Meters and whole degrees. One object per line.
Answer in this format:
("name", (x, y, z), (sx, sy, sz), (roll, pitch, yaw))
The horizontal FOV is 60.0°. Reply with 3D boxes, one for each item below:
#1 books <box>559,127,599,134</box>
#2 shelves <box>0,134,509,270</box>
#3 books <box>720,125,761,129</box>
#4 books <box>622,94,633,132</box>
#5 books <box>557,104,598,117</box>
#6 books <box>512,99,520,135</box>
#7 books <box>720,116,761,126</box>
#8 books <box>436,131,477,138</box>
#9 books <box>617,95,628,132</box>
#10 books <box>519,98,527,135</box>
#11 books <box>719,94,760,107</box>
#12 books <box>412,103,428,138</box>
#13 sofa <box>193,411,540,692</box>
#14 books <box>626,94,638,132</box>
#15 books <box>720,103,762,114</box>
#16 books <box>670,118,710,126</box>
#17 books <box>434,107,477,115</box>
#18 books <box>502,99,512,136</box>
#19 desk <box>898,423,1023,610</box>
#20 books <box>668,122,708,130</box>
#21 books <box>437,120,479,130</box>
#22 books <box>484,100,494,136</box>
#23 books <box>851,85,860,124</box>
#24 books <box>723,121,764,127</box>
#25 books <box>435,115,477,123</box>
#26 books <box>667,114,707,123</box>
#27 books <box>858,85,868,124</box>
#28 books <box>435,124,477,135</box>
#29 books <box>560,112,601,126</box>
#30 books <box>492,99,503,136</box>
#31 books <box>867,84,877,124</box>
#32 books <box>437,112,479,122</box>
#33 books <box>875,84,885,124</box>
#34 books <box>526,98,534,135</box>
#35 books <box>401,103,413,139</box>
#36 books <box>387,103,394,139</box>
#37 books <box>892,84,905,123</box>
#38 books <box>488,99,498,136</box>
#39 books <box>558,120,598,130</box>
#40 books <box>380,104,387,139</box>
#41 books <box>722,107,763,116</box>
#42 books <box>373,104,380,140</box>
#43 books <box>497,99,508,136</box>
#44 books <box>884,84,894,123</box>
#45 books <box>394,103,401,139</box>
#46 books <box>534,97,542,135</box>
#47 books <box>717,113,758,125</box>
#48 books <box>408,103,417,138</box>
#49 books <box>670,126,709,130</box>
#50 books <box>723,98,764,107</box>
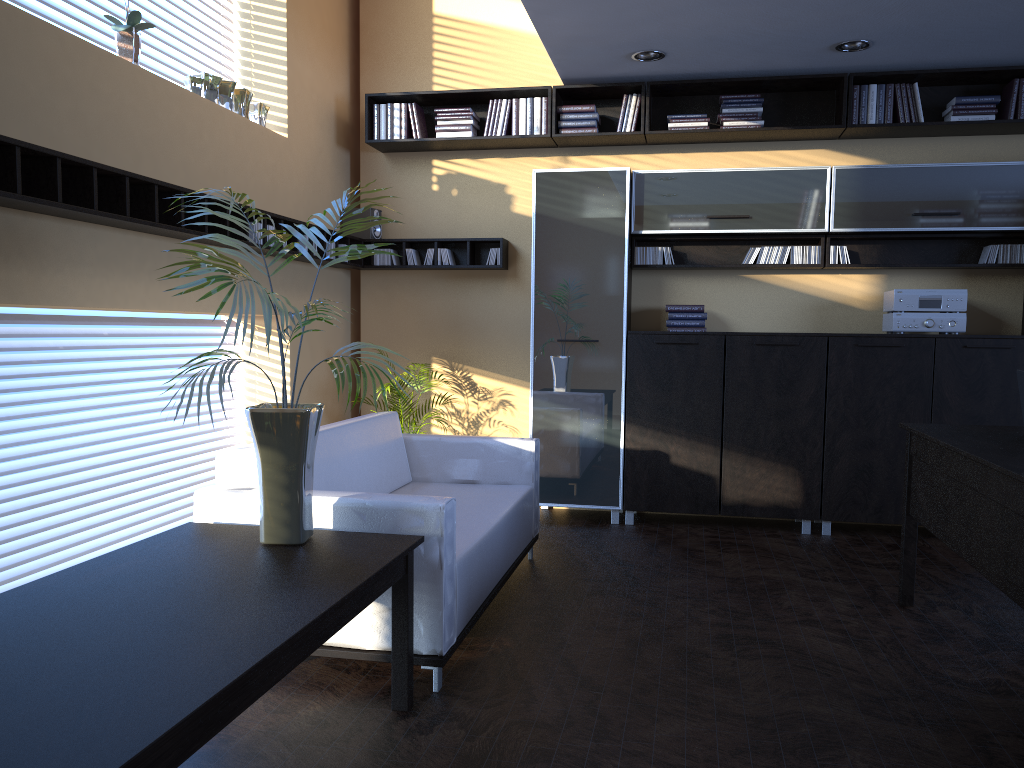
("books", (0.472, -1.732, 6.156), (0.258, 0.050, 0.207), (1, 4, 11))
("shelves", (-1.290, -0.775, 3.411), (1.249, 0.214, 6.610), (1, 4, 11))
("books", (1.527, -1.698, 5.944), (0.258, 0.028, 0.207), (1, 4, 11))
("books", (0.796, -1.830, 6.091), (0.075, 0.260, 0.207), (2, 4, 11))
("books", (0.454, -1.886, 6.147), (0.258, 0.050, 0.207), (1, 4, 11))
("books", (0.042, -1.847, 6.233), (0.050, 0.259, 0.207), (2, 4, 12))
("books", (1.530, -1.756, 5.947), (0.258, 0.028, 0.207), (1, 4, 11))
("books", (-0.388, -1.752, 6.323), (0.258, 0.050, 0.207), (1, 4, 12))
("books", (0.764, -1.830, 6.093), (0.075, 0.260, 0.207), (2, 4, 11))
("books", (0.093, -1.846, 6.223), (0.050, 0.259, 0.207), (2, 4, 11))
("books", (1.520, -1.898, 5.931), (0.258, 0.028, 0.207), (1, 4, 11))
("books", (-0.657, -1.864, 6.369), (0.075, 0.260, 0.207), (2, 4, 11))
("sofa", (-0.534, 0.631, 4.259), (1.014, 0.850, 2.053), (1, 4, 11))
("books", (0.825, -1.828, 6.071), (0.075, 0.260, 0.207), (2, 4, 11))
("books", (1.528, -1.842, 5.934), (0.258, 0.028, 0.207), (1, 4, 11))
("books", (1.206, -1.763, 6.005), (0.258, 0.028, 0.207), (1, 4, 11))
("books", (-0.401, -1.930, 6.321), (0.258, 0.028, 0.207), (1, 4, 11))
("books", (-0.020, -1.849, 6.255), (0.075, 0.260, 0.207), (2, 4, 11))
("desk", (2.147, 0.698, 3.357), (0.913, 0.892, 1.891), (2, 4, 11))
("books", (1.192, -1.734, 6.003), (0.258, 0.028, 0.207), (1, 4, 12))
("books", (-0.381, -1.845, 6.330), (0.258, 0.028, 0.207), (1, 4, 11))
("books", (-0.146, -1.852, 6.271), (0.075, 0.260, 0.207), (2, 4, 11))
("books", (2.229, -1.796, 5.806), (0.050, 0.259, 0.207), (2, 4, 12))
("books", (1.550, -1.727, 5.947), (0.258, 0.028, 0.207), (1, 4, 12))
("books", (-0.395, -1.873, 6.311), (0.258, 0.028, 0.207), (1, 4, 12))
("books", (1.186, -1.792, 6.012), (0.258, 0.028, 0.207), (1, 4, 10))
("books", (2.280, -1.795, 5.795), (0.050, 0.259, 0.207), (2, 4, 12))
("books", (-0.397, -1.804, 6.326), (0.258, 0.050, 0.207), (1, 4, 11))
("books", (0.476, -1.834, 6.151), (0.258, 0.050, 0.207), (1, 4, 11))
("books", (-0.085, -1.850, 6.251), (0.075, 0.260, 0.207), (2, 4, 12))
("books", (2.330, -1.793, 5.780), (0.050, 0.259, 0.207), (2, 4, 12))
("books", (-0.380, -1.901, 6.321), (0.258, 0.028, 0.207), (1, 4, 11))
("books", (2.382, -1.792, 5.776), (0.050, 0.259, 0.207), (2, 4, 11))
("books", (0.142, -1.844, 6.205), (0.050, 0.259, 0.207), (2, 4, 12))
("books", (-0.750, -1.866, 6.390), (0.050, 0.259, 0.207), (2, 4, 11))
("books", (-0.853, -1.868, 6.402), (0.050, 0.259, 0.207), (2, 4, 10))
("books", (2.496, -1.789, 5.749), (0.075, 0.260, 0.207), (2, 4, 12))
("books", (-0.116, -1.851, 6.258), (0.075, 0.260, 0.207), (2, 4, 11))
("books", (0.461, -1.784, 6.148), (0.258, 0.050, 0.207), (1, 4, 11))
("books", (-0.902, -1.870, 6.422), (0.050, 0.259, 0.207), (2, 4, 11))
("books", (1.540, -1.813, 5.945), (0.258, 0.028, 0.207), (1, 4, 11))
("books", (-0.954, -1.871, 6.429), (0.050, 0.259, 0.207), (2, 4, 11))
("books", (-0.054, -1.849, 6.246), (0.075, 0.260, 0.207), (2, 4, 11))
("books", (2.433, -1.791, 5.764), (0.050, 0.259, 0.207), (2, 4, 12))
("books", (-0.801, -1.867, 6.399), (0.050, 0.259, 0.207), (2, 4, 12))
("books", (0.193, -1.843, 6.195), (0.050, 0.259, 0.207), (2, 4, 11))
("books", (1.512, -1.785, 5.962), (0.258, 0.028, 0.207), (1, 4, 10))
("books", (-0.687, -1.865, 6.380), (0.075, 0.260, 0.207), (2, 4, 11))
("books", (1.202, -1.705, 6.001), (0.258, 0.028, 0.207), (1, 4, 12))
("books", (1.540, -1.869, 5.926), (0.258, 0.028, 0.207), (1, 4, 11))
